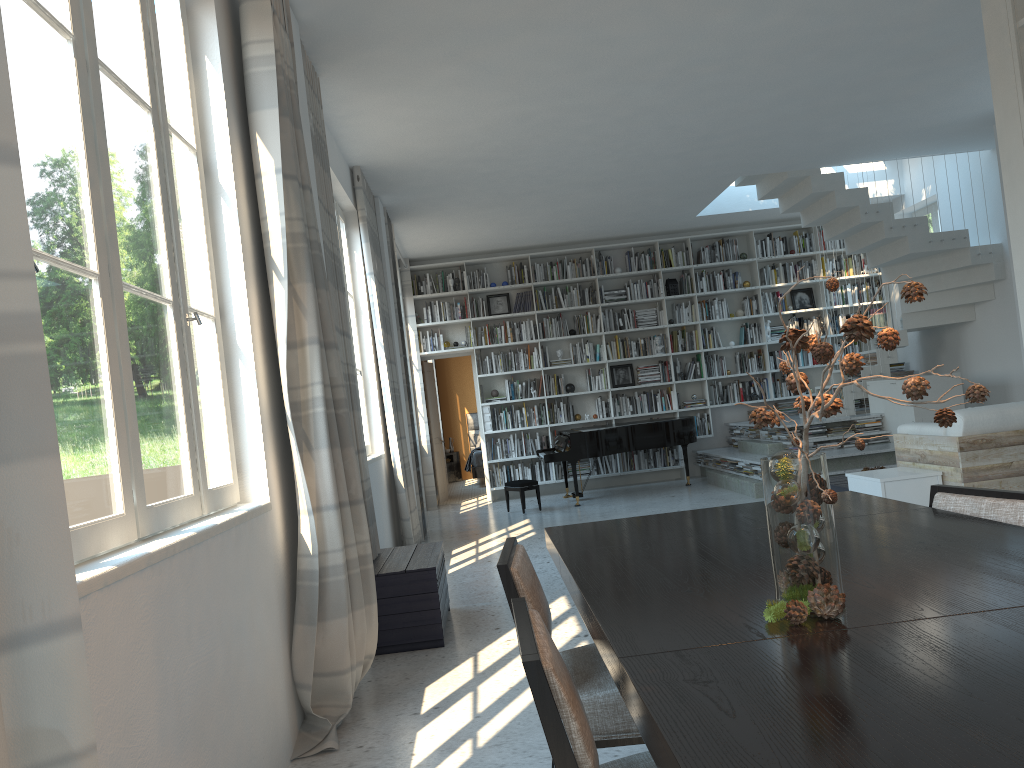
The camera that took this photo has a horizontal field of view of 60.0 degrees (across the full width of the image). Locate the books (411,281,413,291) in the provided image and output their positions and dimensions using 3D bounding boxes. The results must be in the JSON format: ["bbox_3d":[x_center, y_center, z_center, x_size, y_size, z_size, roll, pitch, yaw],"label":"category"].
[{"bbox_3d":[-1.297,-1.228,11.534,0.014,0.219,0.188,-7,-1,-2],"label":"books"}]

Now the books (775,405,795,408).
[{"bbox_3d":[3.626,0.291,11.709,0.285,0.005,0.159,-7,-2,-3],"label":"books"}]

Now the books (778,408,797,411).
[{"bbox_3d":[3.633,0.333,11.708,0.254,0.007,0.161,-7,-2,-1],"label":"books"}]

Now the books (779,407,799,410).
[{"bbox_3d":[3.632,0.326,11.708,0.285,0.007,0.159,-7,-2,-1],"label":"books"}]

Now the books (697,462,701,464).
[{"bbox_3d":[2.517,1.014,11.526,0.171,0.016,0.241,-7,-2,-2],"label":"books"}]

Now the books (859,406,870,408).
[{"bbox_3d":[4.797,0.289,11.749,0.368,0.007,0.206,-7,-2,1],"label":"books"}]

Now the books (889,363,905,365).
[{"bbox_3d":[4.867,-0.250,11.320,0.228,0.011,0.159,-7,-2,-3],"label":"books"}]

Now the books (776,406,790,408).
[{"bbox_3d":[3.626,0.297,11.708,0.285,0.005,0.159,-7,-2,-1],"label":"books"}]

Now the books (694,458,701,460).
[{"bbox_3d":[2.500,0.968,11.527,0.177,0.012,0.278,-6,-2,-6],"label":"books"}]

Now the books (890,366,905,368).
[{"bbox_3d":[4.871,-0.212,11.321,0.235,0.014,0.155,-7,-2,-1],"label":"books"}]

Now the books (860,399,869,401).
[{"bbox_3d":[4.787,0.198,11.751,0.327,0.008,0.207,-7,-2,1],"label":"books"}]

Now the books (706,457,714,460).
[{"bbox_3d":[2.520,0.916,10.927,0.180,0.015,0.294,-6,-2,-4],"label":"books"}]

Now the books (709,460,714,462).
[{"bbox_3d":[2.525,0.933,10.926,0.171,0.020,0.193,-7,-2,2],"label":"books"}]

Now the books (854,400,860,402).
[{"bbox_3d":[4.390,0.243,11.733,0.354,0.009,0.198,-7,-2,1],"label":"books"}]

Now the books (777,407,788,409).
[{"bbox_3d":[3.628,0.307,11.706,0.285,0.005,0.159,-6,-2,-4],"label":"books"}]

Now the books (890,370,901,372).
[{"bbox_3d":[4.876,-0.167,11.332,0.182,0.011,0.131,-6,-2,-4],"label":"books"}]

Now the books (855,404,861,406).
[{"bbox_3d":[4.395,0.296,11.732,0.359,0.009,0.201,-7,-2,1],"label":"books"}]

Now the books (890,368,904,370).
[{"bbox_3d":[4.873,-0.186,11.331,0.215,0.011,0.121,-6,-2,-7],"label":"books"}]

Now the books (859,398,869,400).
[{"bbox_3d":[4.785,0.183,11.749,0.328,0.008,0.207,-7,-2,4],"label":"books"}]

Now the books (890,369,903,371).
[{"bbox_3d":[4.875,-0.177,11.328,0.227,0.009,0.144,-7,-2,-2],"label":"books"}]

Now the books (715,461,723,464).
[{"bbox_3d":[2.542,0.932,10.615,0.159,0.011,0.246,-6,-2,-6],"label":"books"}]

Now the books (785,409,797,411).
[{"bbox_3d":[3.635,0.346,11.707,0.254,0.007,0.161,-7,-2,-1],"label":"books"}]

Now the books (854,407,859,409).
[{"bbox_3d":[4.399,0.332,11.737,0.320,0.009,0.203,-7,-2,-3],"label":"books"}]

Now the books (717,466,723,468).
[{"bbox_3d":[2.553,0.983,10.614,0.157,0.014,0.180,-6,-2,-5],"label":"books"}]

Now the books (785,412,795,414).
[{"bbox_3d":[3.640,0.380,11.698,0.285,0.007,0.159,-7,-2,3],"label":"books"}]

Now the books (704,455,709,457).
[{"bbox_3d":[2.532,0.902,11.236,0.135,0.014,0.297,-7,-2,-1],"label":"books"}]

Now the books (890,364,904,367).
[{"bbox_3d":[4.868,-0.231,11.334,0.232,0.025,0.123,-6,-2,-5],"label":"books"}]

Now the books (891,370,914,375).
[{"bbox_3d":[4.882,-0.143,11.124,0.267,0.026,0.161,-7,-2,3],"label":"books"}]

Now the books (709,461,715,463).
[{"bbox_3d":[2.546,0.956,10.927,0.149,0.007,0.300,-7,-2,-2],"label":"books"}]

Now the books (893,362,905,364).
[{"bbox_3d":[4.866,-0.259,11.316,0.231,0.006,0.152,-7,-2,3],"label":"books"}]

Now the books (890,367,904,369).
[{"bbox_3d":[4.872,-0.198,11.326,0.206,0.014,0.150,-7,-2,-2],"label":"books"}]

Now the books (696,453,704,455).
[{"bbox_3d":[2.507,0.901,11.528,0.158,0.014,0.234,-6,-2,-4],"label":"books"}]

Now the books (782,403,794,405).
[{"bbox_3d":[3.626,0.264,11.700,0.254,0.006,0.161,-6,-2,-7],"label":"books"}]

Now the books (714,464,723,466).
[{"bbox_3d":[2.546,0.963,10.615,0.159,0.012,0.292,-6,-2,-5],"label":"books"}]

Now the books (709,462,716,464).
[{"bbox_3d":[2.533,0.968,10.926,0.172,0.014,0.221,-7,-2,-1],"label":"books"}]

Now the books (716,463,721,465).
[{"bbox_3d":[2.550,0.951,10.615,0.165,0.012,0.205,-7,-2,-2],"label":"books"}]

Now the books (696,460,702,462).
[{"bbox_3d":[2.504,0.993,11.526,0.179,0.012,0.261,-7,-2,1],"label":"books"}]

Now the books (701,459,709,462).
[{"bbox_3d":[2.506,0.959,11.233,0.191,0.028,0.212,-7,-2,2],"label":"books"}]

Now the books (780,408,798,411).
[{"bbox_3d":[3.634,0.339,11.698,0.285,0.007,0.159,-6,-2,-7],"label":"books"}]

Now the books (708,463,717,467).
[{"bbox_3d":[2.529,0.989,10.925,0.177,0.026,0.230,-7,-2,1],"label":"books"}]

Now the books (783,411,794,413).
[{"bbox_3d":[3.638,0.366,11.705,0.285,0.007,0.159,-7,-2,0],"label":"books"}]

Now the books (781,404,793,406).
[{"bbox_3d":[3.627,0.275,11.702,0.254,0.006,0.161,-7,-2,2],"label":"books"}]

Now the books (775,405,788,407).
[{"bbox_3d":[3.625,0.280,11.701,0.285,0.005,0.159,-6,-2,-6],"label":"books"}]

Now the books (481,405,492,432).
[{"bbox_3d":[-0.326,0.448,11.510,0.106,0.340,0.307,-7,-1,-2],"label":"books"}]

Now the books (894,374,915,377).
[{"bbox_3d":[4.887,-0.099,11.130,0.278,0.012,0.177,-7,-2,2],"label":"books"}]

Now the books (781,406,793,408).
[{"bbox_3d":[3.627,0.302,11.708,0.254,0.006,0.161,-7,-2,-3],"label":"books"}]

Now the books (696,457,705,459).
[{"bbox_3d":[2.501,0.957,11.527,0.188,0.009,0.211,-7,-2,-3],"label":"books"}]

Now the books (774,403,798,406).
[{"bbox_3d":[3.626,0.270,11.704,0.285,0.005,0.159,-6,-2,-5],"label":"books"}]

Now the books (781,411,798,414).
[{"bbox_3d":[3.639,0.373,11.700,0.254,0.007,0.161,-6,-2,-6],"label":"books"}]

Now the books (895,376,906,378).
[{"bbox_3d":[4.889,-0.091,11.110,0.295,0.006,0.146,-6,-2,-4],"label":"books"}]

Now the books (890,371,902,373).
[{"bbox_3d":[4.878,-0.151,11.321,0.232,0.006,0.137,-6,-2,-7],"label":"books"}]

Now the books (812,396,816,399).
[{"bbox_3d":[4.106,0.168,11.688,0.204,0.035,0.267,-7,-2,-1],"label":"books"}]

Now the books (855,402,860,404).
[{"bbox_3d":[4.391,0.269,11.738,0.359,0.009,0.201,-7,-2,-3],"label":"books"}]

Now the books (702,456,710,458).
[{"bbox_3d":[2.519,0.920,11.235,0.160,0.009,0.291,-7,-2,0],"label":"books"}]

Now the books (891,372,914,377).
[{"bbox_3d":[4.885,-0.118,11.119,0.233,0.025,0.157,-6,-2,-6],"label":"books"}]

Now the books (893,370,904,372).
[{"bbox_3d":[4.877,-0.158,11.320,0.192,0.008,0.161,-7,-2,-2],"label":"books"}]

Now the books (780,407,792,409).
[{"bbox_3d":[3.628,0.313,11.710,0.254,0.006,0.161,-7,-2,-2],"label":"books"}]

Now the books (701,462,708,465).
[{"bbox_3d":[2.519,0.998,11.233,0.189,0.030,0.237,-7,-2,-2],"label":"books"}]

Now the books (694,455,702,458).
[{"bbox_3d":[2.490,0.934,11.527,0.191,0.013,0.243,-6,-2,-6],"label":"books"}]
